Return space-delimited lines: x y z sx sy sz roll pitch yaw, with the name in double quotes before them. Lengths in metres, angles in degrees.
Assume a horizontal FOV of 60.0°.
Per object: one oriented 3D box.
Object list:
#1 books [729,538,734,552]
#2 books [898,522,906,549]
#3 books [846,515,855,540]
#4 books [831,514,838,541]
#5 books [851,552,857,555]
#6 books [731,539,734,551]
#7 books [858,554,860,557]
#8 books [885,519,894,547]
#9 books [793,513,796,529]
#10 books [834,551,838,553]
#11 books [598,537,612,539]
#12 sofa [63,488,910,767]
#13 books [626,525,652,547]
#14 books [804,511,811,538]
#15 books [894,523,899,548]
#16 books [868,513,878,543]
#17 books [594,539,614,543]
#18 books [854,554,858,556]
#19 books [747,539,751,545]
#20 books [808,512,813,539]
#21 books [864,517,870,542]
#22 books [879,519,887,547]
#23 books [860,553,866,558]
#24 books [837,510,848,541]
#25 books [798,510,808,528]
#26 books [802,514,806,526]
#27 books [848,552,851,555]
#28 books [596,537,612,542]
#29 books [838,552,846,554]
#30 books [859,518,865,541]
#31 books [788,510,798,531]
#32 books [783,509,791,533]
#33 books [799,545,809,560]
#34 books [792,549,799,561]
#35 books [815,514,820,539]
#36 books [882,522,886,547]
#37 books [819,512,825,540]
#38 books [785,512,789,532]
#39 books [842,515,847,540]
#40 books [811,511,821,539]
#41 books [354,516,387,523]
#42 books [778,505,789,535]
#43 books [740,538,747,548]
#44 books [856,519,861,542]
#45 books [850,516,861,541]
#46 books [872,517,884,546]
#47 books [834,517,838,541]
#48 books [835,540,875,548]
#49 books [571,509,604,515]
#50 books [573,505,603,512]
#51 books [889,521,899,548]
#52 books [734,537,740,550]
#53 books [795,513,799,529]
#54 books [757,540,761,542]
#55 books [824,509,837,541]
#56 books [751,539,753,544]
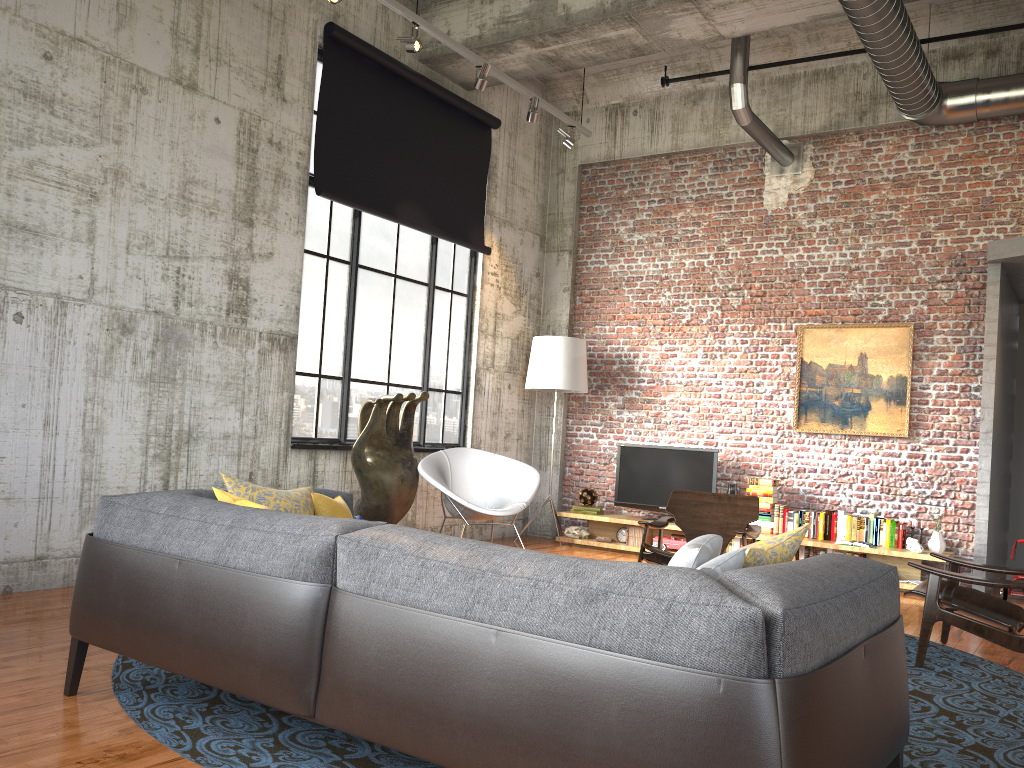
"books" 2.188 1.617 8.785 0.022 0.217 0.139 3 -2 34
"books" 3.560 1.383 8.090 0.037 0.231 0.168 3 -2 33
"books" 3.181 1.361 8.327 0.034 0.253 0.183 3 -2 33
"books" 3.062 1.360 8.404 0.026 0.250 0.160 3 -2 33
"books" 3.150 1.653 8.167 0.026 0.191 0.138 3 -2 34
"books" 2.208 1.630 8.775 0.023 0.193 0.140 3 -2 34
"books" 3.196 1.656 8.135 0.019 0.189 0.121 3 -2 34
"books" 3.472 1.369 8.148 0.034 0.253 0.183 3 -2 33
"books" 2.753 1.359 8.568 0.027 0.223 0.161 3 -2 34
"books" 3.033 1.657 8.262 0.034 0.181 0.132 3 -2 34
"books" 0.994 1.648 9.496 0.113 0.016 0.114 6 -4 -32
"sofa" -0.244 0.921 3.276 3.002 0.860 1.364 1 -3 35
"books" 1.335 1.598 9.325 0.232 0.218 0.174 2 -3 34
"books" 2.852 1.351 8.505 0.032 0.246 0.171 3 -2 34
"books" 3.527 1.385 8.097 0.026 0.223 0.161 3 -2 33
"books" 3.349 1.348 8.226 0.036 0.290 0.176 3 -2 33
"books" 0.981 1.685 9.512 0.211 0.020 0.163 4 -3 1
"books" 3.177 1.659 8.155 0.034 0.181 0.132 3 -2 34
"books" 2.342 1.626 8.687 0.039 0.208 0.151 3 -2 34
"books" 2.880 1.349 8.490 0.032 0.250 0.160 3 -2 34
"books" 3.314 1.365 8.237 0.034 0.253 0.183 3 -2 33
"books" 3.421 1.369 8.171 0.026 0.250 0.160 3 -2 33
"books" 3.213 1.654 8.121 0.026 0.191 0.138 3 -2 34
"books" 3.121 1.342 8.374 0.053 0.290 0.176 3 -2 33
"books" 2.804 1.346 8.542 0.034 0.253 0.183 3 -2 34
"books" 2.827 1.362 8.523 0.027 0.223 0.161 3 -2 34
"books" 3.128 1.653 8.178 0.026 0.191 0.138 3 -2 34
"books" 0.985 1.665 9.505 0.166 0.021 0.211 3 -3 9
"books" 3.056 1.654 8.227 0.043 0.185 0.129 3 -2 34
"books" 3.287 1.371 8.267 0.045 0.240 0.175 3 -2 33
"books" 2.721 1.350 8.585 0.045 0.240 0.175 3 -2 34
"books" 2.676 1.344 8.627 0.026 0.250 0.160 3 -2 34
"books" 2.775 1.633 8.428 0.049 0.214 0.149 3 -2 34
"books" 2.696 1.613 8.457 0.088 0.255 0.153 3 -2 34
"books" 2.944 1.362 8.463 0.037 0.231 0.168 3 -2 34
"books" 3.442 1.383 8.157 0.027 0.223 0.161 3 -2 33
"books" 2.965 1.350 8.430 0.034 0.253 0.183 3 -2 34
"books" 2.691 1.358 8.605 0.026 0.223 0.161 3 -2 34
"books" 3.155 1.361 8.349 0.034 0.253 0.183 3 -2 33
"books" 2.909 1.346 8.474 0.034 0.259 0.180 3 -2 34
"books" -1.031 0.969 6.254 0.229 0.043 0.301 3 -3 8
"books" 2.654 1.327 8.653 0.040 0.284 0.198 3 -2 34
"books" 2.291 1.603 8.728 0.046 0.252 0.153 3 -2 34
"books" 3.253 1.378 8.280 0.027 0.223 0.161 3 -2 33
"books" 3.220 1.366 8.305 0.057 0.246 0.171 3 -2 33
"books" 3.388 1.364 8.197 0.060 0.259 0.180 3 -2 33
"books" 3.081 1.374 8.388 0.026 0.223 0.161 3 -2 33
"books" 3.118 1.450 8.065 0.316 0.040 0.214 1 -4 34
"books" 0.832 1.400 9.730 0.301 0.037 0.243 2 -4 26
"books" 0.834 1.364 9.731 0.302 0.037 0.243 3 -3 13
"books" 3.504 1.377 8.126 0.045 0.240 0.175 3 -2 33
"books" 2.249 1.605 8.761 0.057 0.246 0.172 3 -2 34
"books" 2.770 1.359 8.546 0.026 0.223 0.161 3 -2 34
"books" 2.412 1.623 8.646 0.022 0.217 0.139 3 -2 34
"books" 3.033 1.343 8.442 0.066 0.284 0.198 3 -2 33
"books" 2.381 1.624 8.665 0.049 0.213 0.148 3 -2 34
